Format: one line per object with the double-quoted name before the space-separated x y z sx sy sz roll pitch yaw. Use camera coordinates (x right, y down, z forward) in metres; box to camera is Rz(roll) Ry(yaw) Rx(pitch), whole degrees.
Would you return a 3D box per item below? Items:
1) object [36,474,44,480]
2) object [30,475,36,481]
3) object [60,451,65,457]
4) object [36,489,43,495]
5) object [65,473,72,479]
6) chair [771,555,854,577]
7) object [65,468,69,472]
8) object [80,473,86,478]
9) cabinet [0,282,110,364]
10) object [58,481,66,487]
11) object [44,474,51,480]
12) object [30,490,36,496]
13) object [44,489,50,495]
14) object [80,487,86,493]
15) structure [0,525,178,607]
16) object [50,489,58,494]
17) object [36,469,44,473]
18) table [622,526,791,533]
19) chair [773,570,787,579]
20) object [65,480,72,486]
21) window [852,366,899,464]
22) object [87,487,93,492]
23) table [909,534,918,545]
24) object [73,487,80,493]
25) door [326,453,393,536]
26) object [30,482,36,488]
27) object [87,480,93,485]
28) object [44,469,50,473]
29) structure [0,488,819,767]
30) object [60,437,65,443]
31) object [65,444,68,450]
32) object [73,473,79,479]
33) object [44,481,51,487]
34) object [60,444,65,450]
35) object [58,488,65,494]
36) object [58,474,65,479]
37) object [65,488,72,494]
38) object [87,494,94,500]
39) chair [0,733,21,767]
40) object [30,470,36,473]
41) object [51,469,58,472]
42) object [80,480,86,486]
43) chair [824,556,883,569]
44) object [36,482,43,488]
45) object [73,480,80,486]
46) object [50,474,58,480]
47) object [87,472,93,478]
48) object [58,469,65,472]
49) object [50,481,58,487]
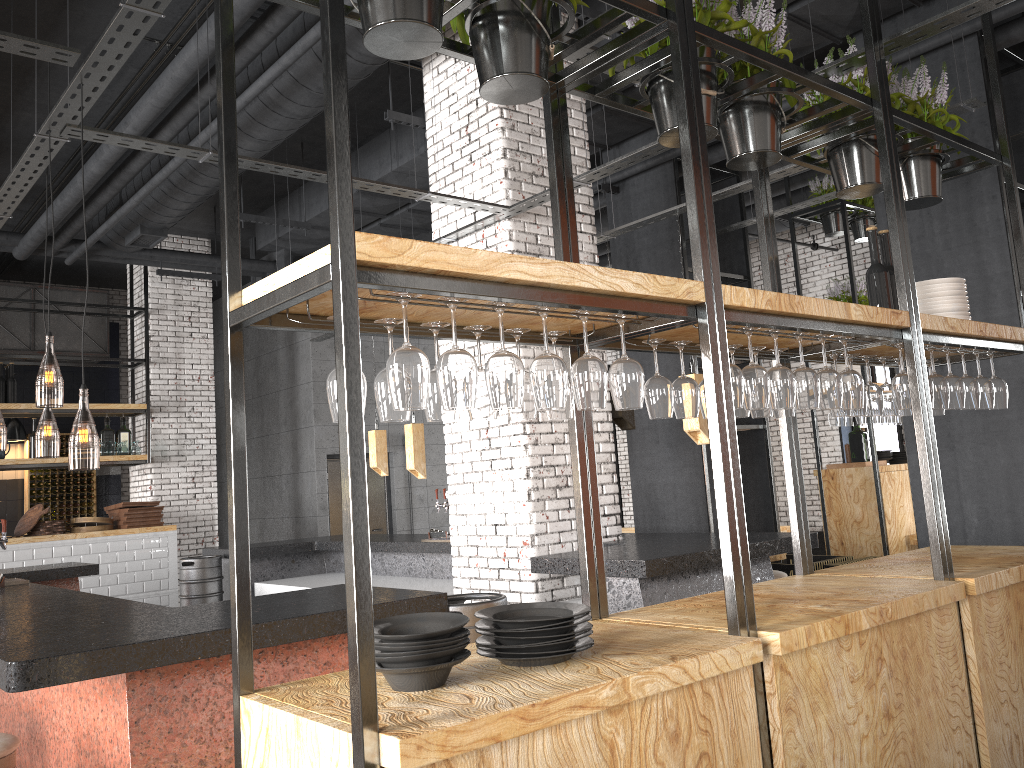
"object" -6.656 1.314 12.511 0.079 0.079 0.283 2 -9 -40
"object" -6.738 1.314 12.461 0.079 0.079 0.283 2 -9 -40
"object" -6.463 1.007 12.736 0.079 0.079 0.283 2 -9 -40
"object" -6.669 1.528 12.516 0.079 0.079 0.283 2 -9 -40
"object" -6.391 1.326 12.781 0.079 0.079 0.283 2 -9 -40
"chair" 2.355 1.799 7.217 0.657 0.732 0.637 1 -9 -38
"object" -6.388 1.220 12.783 0.079 0.079 0.283 2 -9 -40
"object" -6.245 1.329 12.902 0.079 0.079 0.283 2 -9 -40
"cabinet" -8.136 -0.463 10.878 5.861 1.773 0.680 1 -9 -40
"object" -6.431 1.423 12.678 0.079 0.079 0.283 2 -9 -40
"object" -6.599 1.319 12.589 0.079 0.079 0.283 2 -9 -40
"object" -6.729 1.524 12.440 0.079 0.079 0.283 2 -9 -40
"object" -6.594 1.529 12.572 0.079 0.079 0.283 2 -9 -40
"object" -6.231 1.538 12.874 0.079 0.079 0.283 2 -9 -40
"structure" -6.449 2.306 8.654 5.798 1.349 1.507 1 -9 -40
"object" -6.496 1.526 12.603 0.079 0.079 0.283 2 -9 -40
"object" -6.666 1.210 12.528 0.079 0.079 0.283 2 -9 -40
"table" 1.743 2.369 12.014 1.000 0.765 4.126 2 -9 -40
"chair" 1.660 1.658 5.940 0.438 0.808 0.480 -7 -8 24
"object" -6.373 1.428 12.755 0.079 0.079 0.283 2 -9 -40
"window" 4.652 0.467 11.317 0.365 2.706 0.747 2 -10 -40
"object" -6.148 1.537 12.922 0.079 0.079 0.283 2 -9 -40
"table" 4.898 1.758 8.593 2.115 0.765 0.998 1 -9 -40
"object" -6.279 1.531 12.784 0.079 0.079 0.283 2 -9 -40
"door" -2.218 2.056 12.761 1.119 2.108 0.158 2 -10 -40
"object" -6.747 1.422 12.466 0.079 0.079 0.283 2 -9 -40
"object" -6.168 1.436 12.951 0.079 0.079 0.283 2 -9 -40
"object" -6.616 1.217 12.614 0.079 0.079 0.283 2 -9 -40
"structure" -1.629 1.575 6.117 4.309 1.537 5.863 1 -9 -40
"object" -6.490 0.801 12.779 0.079 0.079 0.283 2 -9 -40
"object" -6.420 0.909 12.837 0.079 0.079 0.283 2 -9 -40
"object" -6.308 1.326 12.830 0.079 0.079 0.283 2 -9 -40
"object" -6.579 1.421 12.560 0.079 0.079 0.283 2 -9 -40
"object" -6.492 0.907 12.776 0.079 0.079 0.283 2 -9 -40
"object" -6.426 1.528 12.667 0.079 0.079 0.283 2 -9 -40
"object" -6.463 1.324 12.721 0.079 0.079 0.283 2 -9 -40
"object" -6.376 1.534 12.753 0.079 0.079 0.283 2 -9 -40
"object" -6.128 1.639 12.894 0.079 0.079 0.283 2 -9 -40
"chair" -1.706 1.539 2.785 0.438 0.808 0.479 -5 -7 9
"object" -6.751 1.211 12.482 0.079 0.079 0.283 2 -9 -40
"object" -6.533 1.216 12.663 0.079 0.079 0.283 2 -9 -40
"object" -6.228 1.432 12.876 0.079 0.079 0.283 2 -9 -40
"chair" 2.846 1.698 6.630 0.657 0.732 0.637 1 -9 -37
"object" -6.664 1.421 12.514 0.079 0.079 0.283 2 -9 -40
"object" -6.288 1.427 12.801 0.079 0.079 0.283 2 -9 -40
"object" -6.539 1.323 12.664 0.079 0.079 0.283 2 -9 -40
"object" -6.163 1.329 12.950 0.079 0.079 0.283 2 -9 -40
"object" -6.448 1.216 12.708 0.079 0.079 0.283 2 -9 -40
"object" -6.519 1.425 12.635 0.079 0.079 0.283 2 -9 -40
